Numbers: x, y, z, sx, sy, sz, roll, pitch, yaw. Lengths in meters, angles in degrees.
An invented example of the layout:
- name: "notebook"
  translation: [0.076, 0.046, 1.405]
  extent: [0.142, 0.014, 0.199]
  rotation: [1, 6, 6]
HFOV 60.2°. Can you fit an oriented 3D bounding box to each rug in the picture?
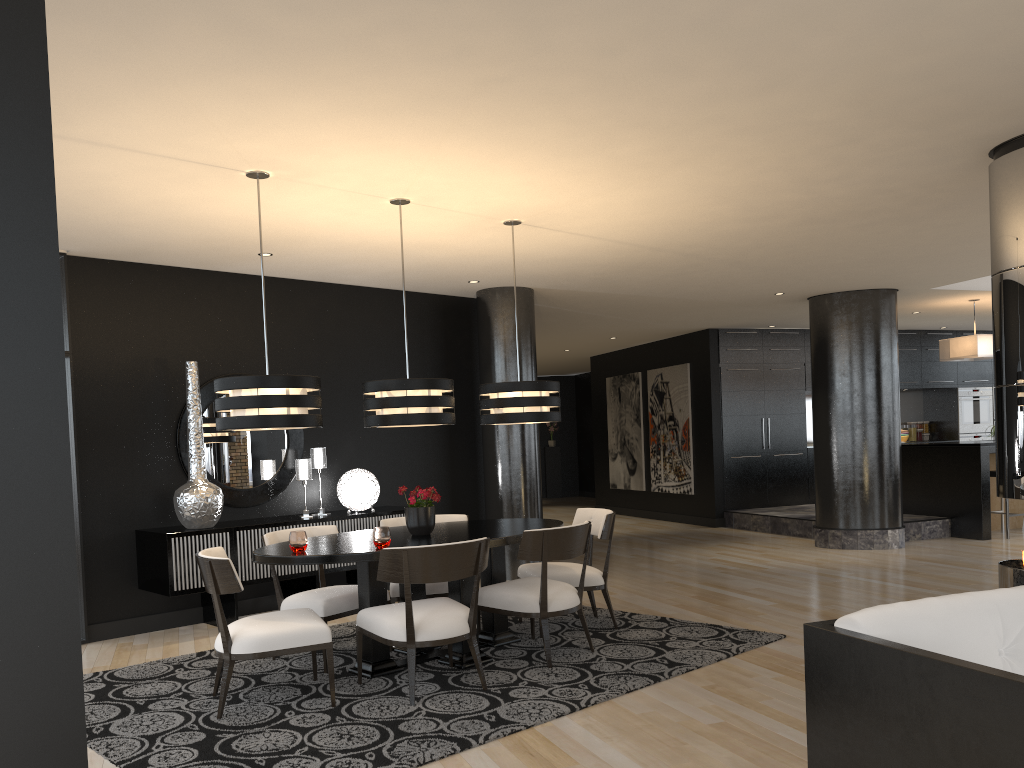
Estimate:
- name: "rug"
  translation: [-0.561, 1.663, 5.267]
  extent: [3.716, 0.011, 2.724]
  rotation: [1, -5, -43]

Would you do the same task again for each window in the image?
- name: "window"
  translation: [4.627, -0.945, 5.278]
  extent: [15.865, 4.786, 10.154]
  rotation: [0, -3, -34]

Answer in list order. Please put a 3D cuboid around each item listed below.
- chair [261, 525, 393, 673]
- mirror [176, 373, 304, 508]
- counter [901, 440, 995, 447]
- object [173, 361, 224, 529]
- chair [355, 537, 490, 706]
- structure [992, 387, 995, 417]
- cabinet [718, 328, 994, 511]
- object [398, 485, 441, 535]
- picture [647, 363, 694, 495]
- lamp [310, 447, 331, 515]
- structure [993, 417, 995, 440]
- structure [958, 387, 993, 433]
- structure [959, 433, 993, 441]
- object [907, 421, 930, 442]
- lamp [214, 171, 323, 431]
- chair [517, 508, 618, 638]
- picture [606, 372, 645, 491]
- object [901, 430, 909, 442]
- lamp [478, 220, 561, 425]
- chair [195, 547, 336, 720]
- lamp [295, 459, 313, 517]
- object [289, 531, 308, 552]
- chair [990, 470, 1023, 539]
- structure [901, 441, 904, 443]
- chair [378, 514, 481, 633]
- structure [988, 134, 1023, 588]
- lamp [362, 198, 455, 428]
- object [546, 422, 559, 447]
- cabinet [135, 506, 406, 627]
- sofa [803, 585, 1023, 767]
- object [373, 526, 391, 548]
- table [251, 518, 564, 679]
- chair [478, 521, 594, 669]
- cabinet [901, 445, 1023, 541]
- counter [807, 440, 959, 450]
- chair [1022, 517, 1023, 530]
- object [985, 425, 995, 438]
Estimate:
- name: "chair"
  translation: [-1.164, 1.303, 5.456]
  extent: [0.617, 0.807, 0.641]
  rotation: [-3, 0, 33]
- name: "mirror"
  translation: [-2.147, 0.451, 7.052]
  extent: [1.074, 1.078, 0.025]
  rotation: [-1, 1, -43]
- name: "counter"
  translation: [6.375, 0.685, 10.758]
  extent: [3.111, 0.032, 1.183]
  rotation: [-1, -4, -21]
- name: "object"
  translation: [-2.302, 0.445, 6.428]
  extent: [0.343, 1.210, 0.343]
  rotation: [-3, 2, -34]
- name: "chair"
  translation: [-0.458, 1.222, 4.667]
  extent: [0.641, 0.807, 0.617]
  rotation: [-2, 0, -33]
- name: "structure"
  translation: [7.891, 0.277, 14.012]
  extent: [0.675, 0.475, 0.026]
  rotation: [-2, 1, -21]
- name: "cabinet"
  translation: [5.440, 0.480, 13.450]
  extent: [5.720, 2.529, 0.728]
  rotation: [-1, 1, -21]
- name: "object"
  translation: [-0.538, 0.748, 5.255]
  extent: [0.237, 0.298, 0.229]
  rotation: [-2, 0, -41]
- name: "picture"
  translation: [2.364, 0.685, 13.126]
  extent: [0.077, 1.875, 1.156]
  rotation: [-3, 0, -21]
- name: "lamp"
  translation: [-1.579, 0.798, 7.247]
  extent: [0.132, 0.551, 0.124]
  rotation: [-2, 2, 9]
- name: "structure"
  translation: [7.910, 0.741, 14.027]
  extent: [0.677, 0.445, 0.070]
  rotation: [-2, 1, -21]
- name: "structure"
  translation: [7.227, 0.407, 13.774]
  extent: [0.700, 0.708, 0.085]
  rotation: [-2, 1, -21]
- name: "structure"
  translation: [7.257, 1.128, 13.796]
  extent: [0.700, 0.708, 0.085]
  rotation: [-2, 1, -21]
- name: "object"
  translation: [6.501, 0.761, 14.121]
  extent: [0.365, 0.316, 0.113]
  rotation: [-2, 1, -20]
- name: "lamp"
  translation: [-1.289, -0.428, 4.589]
  extent: [0.534, 1.330, 0.536]
  rotation: [-3, 1, -44]
- name: "chair"
  translation: [0.401, 1.277, 6.051]
  extent: [0.615, 0.807, 0.643]
  rotation: [-2, 0, -14]
- name: "picture"
  translation: [1.868, 0.791, 14.442]
  extent: [0.077, 1.875, 1.156]
  rotation: [-3, 0, -21]
- name: "object"
  translation: [6.161, 0.824, 13.969]
  extent: [0.204, 0.205, 0.185]
  rotation: [-2, -1, -20]
- name: "lamp"
  translation: [0.030, -0.403, 5.806]
  extent: [0.534, 1.330, 0.536]
  rotation: [-3, 1, -44]
- name: "chair"
  translation: [-1.287, 1.249, 4.552]
  extent: [0.615, 0.807, 0.643]
  rotation: [-2, 0, -22]
- name: "lamp"
  translation: [-1.665, 0.834, 7.086]
  extent: [0.124, 0.466, 0.132]
  rotation: [-3, 1, -21]
- name: "object"
  translation: [-1.123, 0.827, 4.637]
  extent: [0.095, 0.106, 0.095]
  rotation: [-3, -1, 13]
- name: "chair"
  translation: [5.584, 1.241, 9.977]
  extent: [0.475, 0.964, 0.519]
  rotation: [-3, 1, -21]
- name: "structure"
  translation: [5.454, 0.913, 13.468]
  extent: [0.899, 0.066, 0.521]
  rotation: [-1, -4, -21]
- name: "chair"
  translation: [-0.553, 1.311, 5.970]
  extent: [0.642, 0.807, 0.616]
  rotation: [-2, 0, -15]
- name: "structure"
  translation: [2.938, 0.103, 4.495]
  extent: [0.585, 2.745, 0.892]
  rotation: [-3, 2, -33]
- name: "lamp"
  translation: [-0.630, -0.416, 5.197]
  extent: [0.534, 1.330, 0.536]
  rotation: [-3, 1, -44]
- name: "object"
  translation: [0.881, 1.009, 19.698]
  extent: [0.339, 0.788, 0.228]
  rotation: [-2, 1, 8]
- name: "cabinet"
  translation: [-1.731, 1.448, 7.038]
  extent: [2.234, 0.767, 0.611]
  rotation: [1, -2, -43]
- name: "sofa"
  translation: [1.941, 0.982, 2.493]
  extent: [2.029, 0.804, 0.840]
  rotation: [-1, -1, -21]
- name: "object"
  translation: [-0.690, 0.812, 4.679]
  extent: [0.095, 0.106, 0.095]
  rotation: [-2, -1, -32]
- name: "table"
  translation: [-0.522, 1.283, 5.288]
  extent: [2.103, 0.769, 1.212]
  rotation: [0, -3, -41]
- name: "chair"
  translation: [0.152, 1.237, 5.279]
  extent: [0.617, 0.807, 0.641]
  rotation: [-3, 0, 40]
- name: "cabinet"
  translation: [6.397, 1.220, 10.774]
  extent: [3.111, 1.038, 1.182]
  rotation: [-1, -2, -21]
- name: "counter"
  translation: [5.449, 0.938, 13.487]
  extent: [2.857, 0.034, 0.732]
  rotation: [-1, -4, -21]
- name: "chair"
  translation: [6.320, 1.229, 10.254]
  extent: [0.475, 0.964, 0.519]
  rotation: [-3, 1, -21]
- name: "object"
  translation: [5.650, 0.543, 10.209]
  extent: [0.406, 0.239, 0.398]
  rotation: [-3, -2, 4]
